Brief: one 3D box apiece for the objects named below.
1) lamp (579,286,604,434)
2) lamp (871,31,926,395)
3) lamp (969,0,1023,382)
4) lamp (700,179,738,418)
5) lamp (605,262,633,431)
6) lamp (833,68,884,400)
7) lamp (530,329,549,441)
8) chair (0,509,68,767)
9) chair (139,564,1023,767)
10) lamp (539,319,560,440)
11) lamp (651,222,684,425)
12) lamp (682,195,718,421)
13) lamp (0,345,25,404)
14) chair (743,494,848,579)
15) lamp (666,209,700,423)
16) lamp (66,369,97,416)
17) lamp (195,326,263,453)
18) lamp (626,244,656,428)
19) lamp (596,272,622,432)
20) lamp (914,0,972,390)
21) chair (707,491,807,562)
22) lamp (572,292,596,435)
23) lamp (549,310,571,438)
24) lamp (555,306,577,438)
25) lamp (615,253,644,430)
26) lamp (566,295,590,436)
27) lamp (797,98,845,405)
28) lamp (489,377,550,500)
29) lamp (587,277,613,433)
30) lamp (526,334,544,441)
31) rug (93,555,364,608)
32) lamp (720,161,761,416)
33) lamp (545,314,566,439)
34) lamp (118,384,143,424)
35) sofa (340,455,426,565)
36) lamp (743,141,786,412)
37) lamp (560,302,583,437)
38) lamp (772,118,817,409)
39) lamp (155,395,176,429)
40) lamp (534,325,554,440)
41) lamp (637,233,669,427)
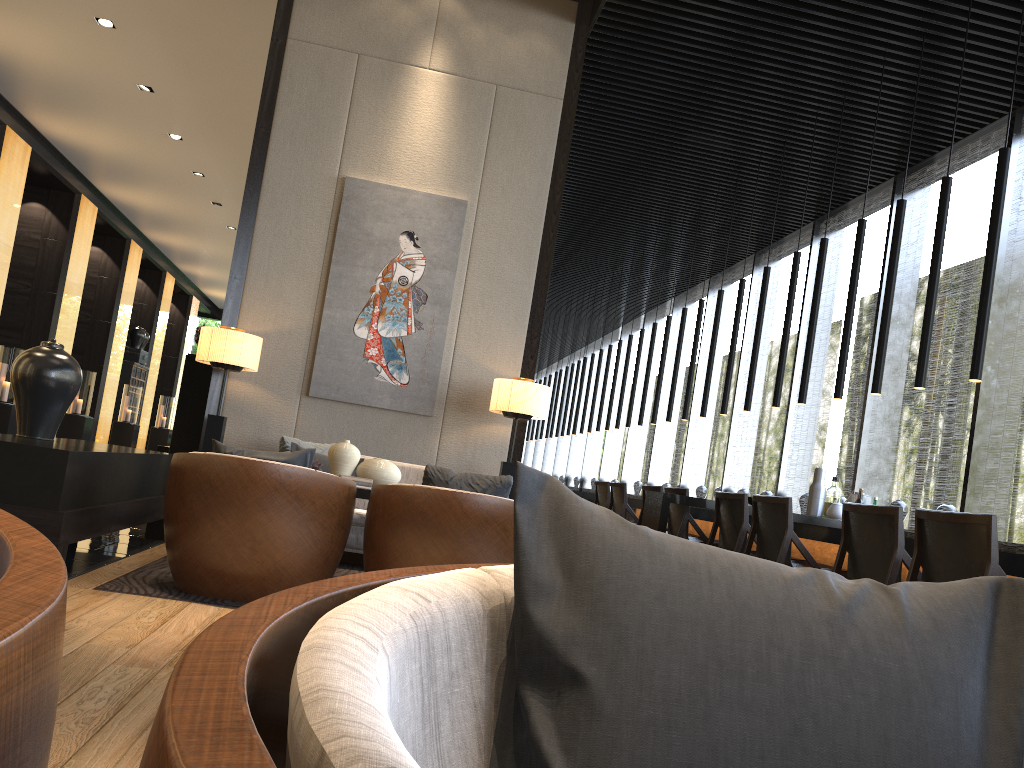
[{"bbox_3d":[1.253,-0.419,13.703,0.060,2.413,0.060,12,-4,-43],"label":"lamp"},{"bbox_3d":[2.493,-1.123,5.676,0.060,2.413,0.060,10,-3,-13],"label":"lamp"},{"bbox_3d":[2.637,-1.205,4.746,0.060,2.413,0.060,10,-3,-13],"label":"lamp"},{"bbox_3d":[2.035,-0.863,8.640,0.060,2.413,0.060,10,-3,-13],"label":"lamp"},{"bbox_3d":[1.487,-0.552,12.187,0.060,2.413,0.060,10,-3,-13],"label":"lamp"},{"bbox_3d":[2.422,-1.083,6.136,0.060,2.413,0.060,10,-3,-13],"label":"lamp"},{"bbox_3d":[0.580,-0.036,18.061,0.060,2.413,0.060,12,-4,-43],"label":"lamp"},{"bbox_3d":[-0.668,0.313,0.432,0.805,0.602,0.607,10,-5,-8],"label":"chair"},{"bbox_3d":[0.167,0.458,0.557,0.805,0.602,0.607,10,-5,-8],"label":"chair"},{"bbox_3d":[0.737,-0.126,17.043,0.060,2.413,0.060,12,-4,-43],"label":"lamp"},{"bbox_3d":[1.799,-0.729,10.167,0.060,2.413,0.060,10,-3,-13],"label":"lamp"},{"bbox_3d":[1.957,-0.819,9.147,0.060,2.413,0.060,10,-3,-13],"label":"lamp"},{"bbox_3d":[-6.605,-0.116,11.602,0.337,0.727,0.337,9,-4,-6],"label":"lamp"},{"bbox_3d":[1.591,1.067,4.998,0.564,0.824,0.527,10,-4,-8],"label":"chair"},{"bbox_3d":[1.880,-0.774,9.648,0.060,2.413,0.060,10,-3,-13],"label":"lamp"},{"bbox_3d":[-7.053,0.139,14.503,0.337,0.727,0.337,9,-4,-6],"label":"lamp"},{"bbox_3d":[-1.851,0.318,5.510,0.374,1.343,0.377,6,-4,43],"label":"lamp"},{"bbox_3d":[1.643,-0.640,11.182,0.060,2.413,0.060,10,-3,-13],"label":"lamp"},{"bbox_3d":[1.409,-0.507,12.695,0.060,2.413,0.060,10,-3,-13],"label":"lamp"},{"bbox_3d":[2.563,-1.163,5.225,0.060,2.413,0.060,10,-3,-13],"label":"lamp"},{"bbox_3d":[1.503,1.117,5.566,0.564,0.824,0.527,10,-4,-8],"label":"chair"},{"bbox_3d":[1.176,-0.375,14.204,0.060,2.413,0.060,12,-4,-43],"label":"lamp"},{"bbox_3d":[0.887,-0.211,16.072,0.060,2.413,0.060,12,-4,-43],"label":"lamp"},{"bbox_3d":[0.967,-0.256,15.556,0.060,2.413,0.060,12,-4,-43],"label":"lamp"},{"bbox_3d":[1.565,-0.596,11.684,0.060,2.413,0.060,10,-3,-13],"label":"lamp"},{"bbox_3d":[1.107,-0.336,14.646,0.060,2.413,0.060,12,-4,-43],"label":"lamp"},{"bbox_3d":[2.343,-1.037,6.652,0.060,2.413,0.060,10,-3,-13],"label":"lamp"},{"bbox_3d":[-0.032,0.633,5.783,0.374,1.346,0.377,8,-3,21],"label":"lamp"},{"bbox_3d":[1.331,-0.463,13.201,0.060,2.413,0.060,12,-4,-43],"label":"lamp"},{"bbox_3d":[0.501,0.008,18.567,0.060,2.413,0.060,12,-4,-43],"label":"lamp"},{"bbox_3d":[-0.858,1.064,4.716,1.960,0.008,2.248,10,-6,-8],"label":"rug"},{"bbox_3d":[2.114,-0.908,8.132,0.060,2.413,0.060,10,-3,-13],"label":"lamp"},{"bbox_3d":[0.824,-0.175,16.477,0.060,2.413,0.060,12,-4,-43],"label":"lamp"},{"bbox_3d":[-7.502,0.394,17.404,0.337,0.727,0.337,9,-4,-6],"label":"lamp"},{"bbox_3d":[-0.972,0.792,5.548,1.451,0.691,0.604,10,-5,-8],"label":"sofa"},{"bbox_3d":[2.193,-0.952,7.623,0.060,2.413,0.060,10,-3,-13],"label":"lamp"},{"bbox_3d":[1.038,-0.296,15.097,0.060,2.413,0.060,12,-4,-43],"label":"lamp"},{"bbox_3d":[2.277,-1.000,7.078,0.060,2.413,0.060,10,-3,-13],"label":"lamp"},{"bbox_3d":[-7.950,0.648,20.305,0.337,0.727,0.337,9,-4,-6],"label":"lamp"},{"bbox_3d":[0.658,-0.081,17.553,0.060,2.413,0.060,12,-4,-43],"label":"lamp"},{"bbox_3d":[1.721,-0.684,10.675,0.060,2.413,0.060,10,-3,-13],"label":"lamp"}]
